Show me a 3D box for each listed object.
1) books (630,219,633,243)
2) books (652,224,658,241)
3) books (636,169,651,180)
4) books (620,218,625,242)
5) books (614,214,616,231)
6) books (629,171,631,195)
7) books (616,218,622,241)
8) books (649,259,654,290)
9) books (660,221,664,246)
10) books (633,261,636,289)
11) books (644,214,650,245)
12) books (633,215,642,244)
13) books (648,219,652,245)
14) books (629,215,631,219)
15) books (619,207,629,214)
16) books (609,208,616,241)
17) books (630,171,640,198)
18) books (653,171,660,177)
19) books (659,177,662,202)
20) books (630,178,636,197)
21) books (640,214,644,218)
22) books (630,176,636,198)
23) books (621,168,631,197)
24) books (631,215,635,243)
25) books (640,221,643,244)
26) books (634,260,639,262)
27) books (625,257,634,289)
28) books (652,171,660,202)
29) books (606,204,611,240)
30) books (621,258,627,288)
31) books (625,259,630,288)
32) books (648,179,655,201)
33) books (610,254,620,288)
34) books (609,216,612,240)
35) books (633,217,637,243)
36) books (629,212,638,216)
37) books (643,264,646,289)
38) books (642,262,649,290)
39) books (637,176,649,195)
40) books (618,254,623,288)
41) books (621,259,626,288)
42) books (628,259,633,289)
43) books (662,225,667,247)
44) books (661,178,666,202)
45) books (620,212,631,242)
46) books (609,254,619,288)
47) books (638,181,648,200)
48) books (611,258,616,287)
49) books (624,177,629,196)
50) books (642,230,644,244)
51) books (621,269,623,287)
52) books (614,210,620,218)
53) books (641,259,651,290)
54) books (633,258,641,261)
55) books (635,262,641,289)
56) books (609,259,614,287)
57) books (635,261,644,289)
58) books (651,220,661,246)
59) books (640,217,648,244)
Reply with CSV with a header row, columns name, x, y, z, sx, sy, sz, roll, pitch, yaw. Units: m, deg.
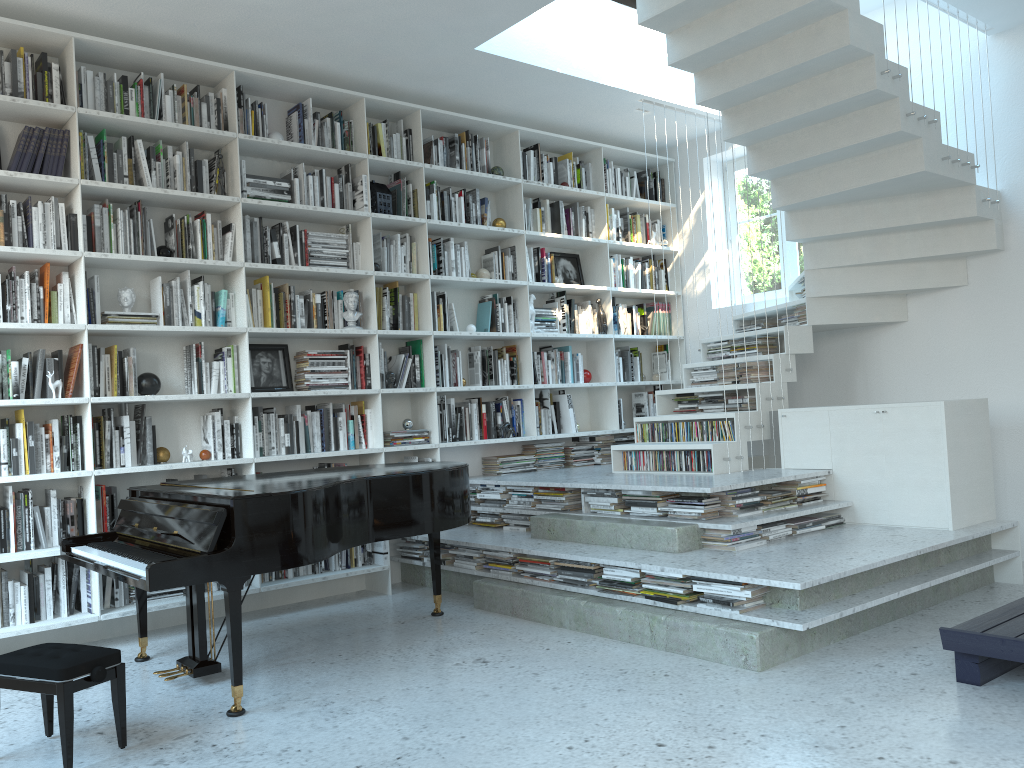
name,x,y,z,sx,sy,sz,roll,pitch,yaw
books,0.902,-1.216,7.164,0.014,0.206,0.184,-2,-2,-39
books,1.154,-1.223,7.463,0.023,0.213,0.181,-2,-2,-39
books,1.114,-1.638,7.472,0.014,0.313,0.162,-2,-2,-39
books,0.846,-1.216,7.132,0.025,0.211,0.135,-2,-2,-39
books,0.761,-1.221,7.043,0.049,0.223,0.161,-2,-2,-39
books,0.924,-1.608,7.316,0.015,0.263,0.143,-2,-2,-39
books,0.794,-1.207,7.061,0.024,0.193,0.190,-2,-2,-39
books,1.102,-0.887,7.393,0.013,0.277,0.188,-2,-2,-39
books,1.212,-1.241,7.523,0.040,0.246,0.160,-2,-2,-39
books,0.953,-0.870,7.293,0.012,0.254,0.161,-2,-2,-39
books,1.076,-1.257,7.409,0.023,0.287,0.163,-2,-2,-39
books,0.947,-1.234,7.227,0.042,0.242,0.248,-2,-2,-39
books,1.116,-1.242,7.436,0.070,0.254,0.154,-2,-2,-39
books,0.911,-1.234,7.181,0.022,0.242,0.144,-2,-2,-39
books,0.888,-1.261,7.152,0.022,0.296,0.152,-2,-2,-39
books,0.738,-1.240,7.011,0.026,0.263,0.189,-2,-2,-39
books,0.999,-1.617,7.386,0.069,0.277,0.132,-2,-2,-39
books,1.213,-1.643,7.565,0.014,0.319,0.144,-2,-2,-39
books,1.196,-1.608,7.526,0.014,0.248,0.185,-2,-2,-39
books,0.955,-1.583,7.335,0.057,0.212,0.163,-2,-2,-39
books,1.056,-1.260,7.407,0.011,0.294,0.151,-2,-2,-39
books,0.972,-1.595,7.367,0.010,0.235,0.131,-2,-2,-39
books,0.910,-1.618,7.311,0.012,0.285,0.159,-2,-2,-39
books,0.925,-1.232,7.192,0.012,0.237,0.166,-2,-2,-39
books,1.003,-1.219,7.326,0.013,0.212,0.187,-2,-2,-39
books,1.007,-0.881,7.350,0.010,0.273,0.130,-2,-2,-39
books,0.923,-0.885,7.251,0.030,0.283,0.166,-2,-2,-39
books,1.168,-1.627,7.481,0.014,0.286,0.190,-2,-2,-39
books,0.700,-1.254,6.991,0.010,0.294,0.183,-2,-2,-39
books,0.862,-0.877,7.210,0.025,0.270,0.152,-2,-2,-39
books,0.887,-0.872,7.218,0.024,0.259,0.156,-2,-2,-39
books,1.121,-1.591,7.445,0.012,0.216,0.192,-2,-2,-39
books,0.802,-0.888,7.164,0.022,0.297,0.162,-2,-2,-39
books,0.716,-1.210,7.001,0.024,0.205,0.166,-2,-2,-39
books,0.941,-1.225,7.192,0.013,0.222,0.174,-2,-2,-39
books,0.983,-1.259,7.330,0.010,0.295,0.165,-2,-2,-39
books,1.044,-0.864,7.374,0.028,0.237,0.146,-2,-2,-39
books,1.071,-0.873,7.383,0.025,0.252,0.160,-2,-2,-39
books,1.077,-1.604,7.436,0.068,0.247,0.160,-2,-2,-39
books,0.822,-0.887,7.166,0.012,0.292,0.165,-2,-2,-39
books,0.853,-0.871,7.191,0.013,0.260,0.158,-2,-2,-39
books,0.906,-0.874,7.230,0.022,0.262,0.172,-2,-2,-39
books,1.244,-1.227,7.524,0.011,0.216,0.170,-2,-2,-39
books,1.220,-1.604,7.528,0.025,0.237,0.187,-2,-2,-39
books,0.875,-1.239,7.133,0.023,0.253,0.189,-2,-2,-39
books,0.783,-0.883,7.115,0.014,0.285,0.185,-2,-2,-39
books,1.053,-1.577,7.394,0.024,0.193,0.186,-2,-2,-39
books,0.759,-0.867,7.113,0.026,0.256,0.173,-2,-2,-39
books,0.895,-1.580,7.287,0.026,0.208,0.163,-2,-2,-39
books,1.026,-1.203,7.376,0.034,0.182,0.156,-2,-2,-39
books,0.831,-0.830,7.188,0.027,0.179,0.157,-2,-2,-39
books,0.801,-1.241,7.088,0.023,0.263,0.158,-2,-2,-39
books,1.090,-0.889,7.388,0.012,0.283,0.151,-2,-2,-39
books,1.023,-0.891,7.358,0.024,0.291,0.132,-2,-2,-39
books,0.988,-0.868,7.295,0.045,0.245,0.177,-2,-2,-39
books,0.739,-0.863,7.081,0.023,0.247,0.182,-2,-2,-39
books,1.010,-0.875,7.321,0.023,0.258,0.184,-2,-2,-39
books,1.184,-1.246,7.501,0.029,0.258,0.163,-2,-2,-39
books,1.057,-1.244,7.379,0.022,0.261,0.160,-2,-2,-39
